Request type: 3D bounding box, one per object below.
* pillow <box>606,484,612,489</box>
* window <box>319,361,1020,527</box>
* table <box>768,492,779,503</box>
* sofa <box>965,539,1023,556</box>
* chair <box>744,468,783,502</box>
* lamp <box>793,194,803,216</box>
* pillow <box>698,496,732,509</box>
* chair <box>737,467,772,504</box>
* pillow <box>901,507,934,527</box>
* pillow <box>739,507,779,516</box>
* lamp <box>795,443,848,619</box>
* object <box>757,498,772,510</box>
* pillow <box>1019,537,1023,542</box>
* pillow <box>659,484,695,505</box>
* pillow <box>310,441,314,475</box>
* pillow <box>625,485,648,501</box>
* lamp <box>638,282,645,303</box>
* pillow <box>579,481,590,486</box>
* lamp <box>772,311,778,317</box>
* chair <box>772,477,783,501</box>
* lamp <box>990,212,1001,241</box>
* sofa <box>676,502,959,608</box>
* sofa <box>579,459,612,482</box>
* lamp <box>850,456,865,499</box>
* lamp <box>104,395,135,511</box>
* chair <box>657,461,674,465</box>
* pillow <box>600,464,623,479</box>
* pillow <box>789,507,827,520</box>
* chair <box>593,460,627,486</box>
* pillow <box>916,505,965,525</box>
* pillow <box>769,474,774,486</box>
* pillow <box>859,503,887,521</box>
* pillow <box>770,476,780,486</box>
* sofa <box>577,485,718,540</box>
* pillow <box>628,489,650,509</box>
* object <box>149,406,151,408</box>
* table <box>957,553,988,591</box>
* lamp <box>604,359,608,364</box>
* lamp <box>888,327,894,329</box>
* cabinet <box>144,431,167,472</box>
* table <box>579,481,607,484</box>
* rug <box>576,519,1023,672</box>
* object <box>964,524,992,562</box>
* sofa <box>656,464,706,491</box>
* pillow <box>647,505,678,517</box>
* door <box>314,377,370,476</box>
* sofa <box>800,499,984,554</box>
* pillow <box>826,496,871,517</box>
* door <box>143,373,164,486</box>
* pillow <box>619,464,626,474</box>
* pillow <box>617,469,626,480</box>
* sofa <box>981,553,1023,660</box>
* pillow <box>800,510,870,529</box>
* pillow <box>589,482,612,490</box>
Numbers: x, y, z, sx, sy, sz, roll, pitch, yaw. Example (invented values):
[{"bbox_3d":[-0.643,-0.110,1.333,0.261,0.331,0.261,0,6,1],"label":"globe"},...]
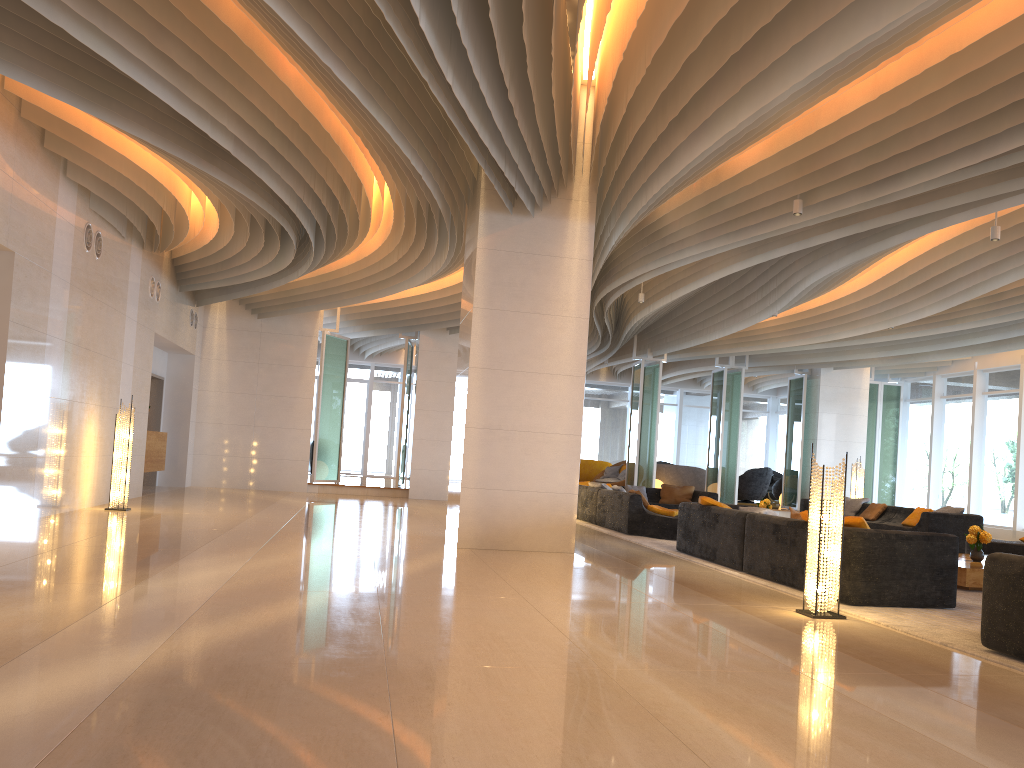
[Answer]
[{"bbox_3d":[1.560,1.822,14.776,0.331,0.334,0.415,7,-5,-44],"label":"pillow"},{"bbox_3d":[8.659,0.696,12.175,53.491,3.213,22.609,-1,-7,45],"label":"window"},{"bbox_3d":[7.968,3.334,25.931,1.083,0.318,0.818,4,-5,-4],"label":"table"},{"bbox_3d":[6.666,1.895,9.603,1.362,0.581,4.123,5,-5,-11],"label":"sofa"},{"bbox_3d":[7.756,3.064,26.951,1.516,1.003,1.140,4,-4,2],"label":"chair"},{"bbox_3d":[2.825,-2.396,8.643,0.090,1.503,0.088,4,-2,-19],"label":"lamp"},{"bbox_3d":[2.326,1.439,9.793,0.543,0.377,0.645,3,-4,12],"label":"pillow"},{"bbox_3d":[6.457,2.747,24.243,1.548,1.003,1.117,7,-5,-38],"label":"chair"},{"bbox_3d":[6.273,2.060,13.724,0.324,0.311,0.406,4,-4,-8],"label":"pillow"},{"bbox_3d":[2.544,1.437,8.924,0.423,0.376,0.585,4,-4,-8],"label":"pillow"},{"bbox_3d":[2.186,1.016,6.187,0.252,1.195,0.249,4,-2,-10],"label":"lamp"},{"bbox_3d":[4.046,2.007,14.214,0.233,0.376,0.270,3,-3,22],"label":"object"},{"bbox_3d":[6.563,1.925,10.928,0.441,0.192,0.598,-1,-6,44],"label":"pillow"},{"bbox_3d":[3.104,2.083,16.688,0.634,0.377,0.553,3,-4,11],"label":"pillow"},{"bbox_3d":[-5.042,1.626,19.845,1.531,1.003,1.129,5,-4,-13],"label":"pillow"},{"bbox_3d":[2.312,2.045,16.512,0.410,0.311,0.321,4,-3,-8],"label":"pillow"},{"bbox_3d":[2.045,-2.008,13.733,0.087,1.503,0.091,3,-2,35],"label":"lamp"},{"bbox_3d":[1.353,1.943,16.312,0.417,0.315,0.335,7,-5,-38],"label":"pillow"},{"bbox_3d":[4.237,-1.829,14.172,0.087,1.503,0.091,3,-2,35],"label":"lamp"},{"bbox_3d":[8.083,2.912,24.945,1.526,1.003,1.133,4,-4,-8],"label":"chair"},{"bbox_3d":[4.986,-2.219,9.085,0.091,1.503,0.087,5,-2,-37],"label":"lamp"},{"bbox_3d":[2.661,1.545,8.548,0.948,0.581,3.761,4,-5,-9],"label":"sofa"},{"bbox_3d":[1.569,2.494,24.364,2.595,0.899,1.098,5,-4,-21],"label":"sofa"},{"bbox_3d":[6.523,2.080,16.766,0.252,1.448,0.249,4,-2,-10],"label":"lamp"},{"bbox_3d":[-4.907,0.860,11.170,0.252,1.448,0.249,4,-2,-10],"label":"lamp"},{"bbox_3d":[4.629,2.728,25.396,1.543,1.003,1.120,6,-4,-28],"label":"chair"},{"bbox_3d":[2.665,2.318,23.510,0.610,0.453,0.481,0,-5,41],"label":"pillow"},{"bbox_3d":[2.719,1.322,7.906,0.446,0.409,0.599,4,-4,-8],"label":"pillow"},{"bbox_3d":[2.787,2.421,23.210,1.152,1.003,1.501,5,-4,-22],"label":"chair"},{"bbox_3d":[6.376,1.995,13.225,0.543,0.377,0.645,3,-4,12],"label":"pillow"},{"bbox_3d":[7.763,2.947,27.205,0.609,0.421,0.371,4,-3,-7],"label":"pillow"},{"bbox_3d":[6.070,2.150,14.926,0.324,0.311,0.405,4,-4,-12],"label":"pillow"},{"bbox_3d":[8.118,2.998,26.994,0.499,0.408,0.470,3,-4,17],"label":"pillow"},{"bbox_3d":[2.653,2.010,14.359,2.844,0.652,5.067,5,-5,-10],"label":"sofa"},{"bbox_3d":[1.854,1.672,12.663,0.330,0.310,0.422,4,-4,-8],"label":"pillow"},{"bbox_3d":[-5.995,0.501,14.330,0.269,0.496,0.233,5,-3,-23],"label":"object"},{"bbox_3d":[4.769,1.902,8.978,1.612,0.219,1.594,5,-5,-10],"label":"table"},{"bbox_3d":[2.412,-1.250,22.265,0.089,1.503,0.089,4,-2,-1],"label":"lamp"},{"bbox_3d":[6.264,-1.663,14.580,0.087,1.503,0.091,3,-2,35],"label":"lamp"},{"bbox_3d":[-6.179,1.098,14.660,0.563,0.660,1.504,4,-4,-10],"label":"cabinet"},{"bbox_3d":[1.971,2.652,22.499,0.832,0.317,1.065,6,-5,-28],"label":"table"},{"bbox_3d":[4.709,2.039,9.292,5.550,0.022,16.152,5,-5,-9],"label":"rug"},{"bbox_3d":[4.653,1.585,8.859,0.234,0.376,0.268,3,-3,12],"label":"object"},{"bbox_3d":[4.267,2.584,23.389,2.517,0.899,1.133,0,-5,39],"label":"sofa"},{"bbox_3d":[2.133,1.771,12.401,0.405,0.135,0.423,2,-5,23],"label":"pillow"},{"bbox_3d":[-4.981,1.247,25.784,1.469,2.765,0.060,4,-2,-11],"label":"door"},{"bbox_3d":[6.016,2.271,14.457,0.948,0.581,3.761,4,-5,-9],"label":"sofa"},{"bbox_3d":[5.947,2.186,15.755,0.557,0.377,0.629,6,-5,-32],"label":"pillow"},{"bbox_3d":[-6.788,0.863,16.392,0.248,2.096,1.398,4,-3,-9],"label":"door"},{"bbox_3d":[3.022,2.307,23.330,0.378,0.421,0.596,6,-4,-32],"label":"pillow"},{"bbox_3d":[2.970,2.314,22.908,0.466,0.408,0.502,4,-4,-8],"label":"pillow"},{"bbox_3d":[3.484,1.276,4.770,1.364,0.575,2.243,4,-5,-10],"label":"sofa"},{"bbox_3d":[2.755,1.248,7.262,0.557,0.377,0.629,6,-5,-32],"label":"pillow"},{"bbox_3d":[1.572,1.801,14.436,0.551,0.376,0.647,5,-4,-15],"label":"pillow"}]
